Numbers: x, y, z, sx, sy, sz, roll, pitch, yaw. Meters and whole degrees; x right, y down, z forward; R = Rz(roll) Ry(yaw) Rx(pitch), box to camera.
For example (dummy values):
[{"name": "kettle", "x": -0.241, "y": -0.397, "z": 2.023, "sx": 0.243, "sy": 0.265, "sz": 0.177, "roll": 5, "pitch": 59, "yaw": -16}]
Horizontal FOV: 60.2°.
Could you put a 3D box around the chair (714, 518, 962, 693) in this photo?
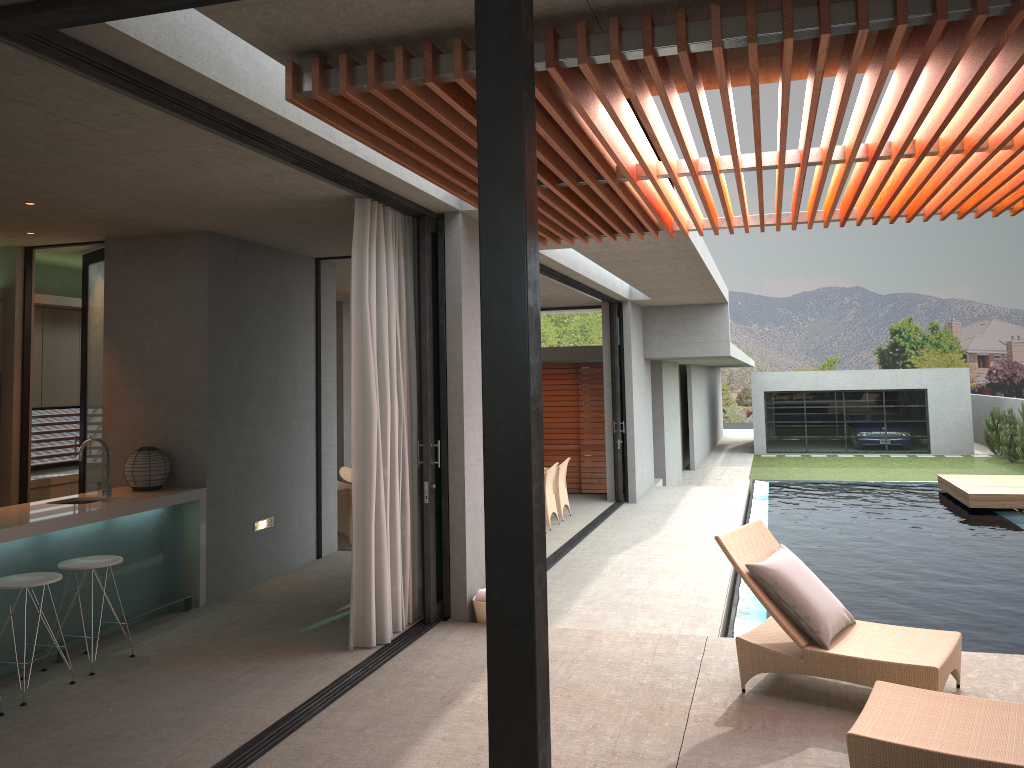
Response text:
[{"name": "chair", "x": 2.258, "y": 1.237, "z": 4.522, "sx": 2.289, "sy": 0.832, "sz": 0.699, "roll": -1, "pitch": -2, "yaw": 35}]

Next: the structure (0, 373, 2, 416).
[{"name": "structure", "x": -4.695, "y": 0.128, "z": 7.371, "sx": 0.459, "sy": 0.440, "sz": 0.594, "roll": -2, "pitch": -2, "yaw": 16}]

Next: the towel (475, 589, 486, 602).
[{"name": "towel", "x": -0.052, "y": 1.636, "z": 6.398, "sx": 0.368, "sy": 0.314, "sz": 0.308, "roll": -2, "pitch": -2, "yaw": 17}]

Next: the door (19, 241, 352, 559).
[{"name": "door", "x": -1.981, "y": 0.994, "z": 2.079, "sx": 5.773, "sy": 4.497, "sz": 15.266, "roll": -1, "pitch": 0, "yaw": -11}]

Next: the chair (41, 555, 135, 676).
[{"name": "chair", "x": -2.627, "y": 1.421, "z": 5.502, "sx": 0.381, "sy": 0.628, "sz": 0.380, "roll": -2, "pitch": -3, "yaw": 16}]

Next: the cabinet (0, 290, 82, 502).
[{"name": "cabinet", "x": -4.500, "y": 0.484, "z": 5.869, "sx": 1.963, "sy": 2.578, "sz": 7.451, "roll": -2, "pitch": 0, "yaw": 16}]

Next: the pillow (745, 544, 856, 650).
[{"name": "pillow", "x": 1.628, "y": 1.179, "z": 4.962, "sx": 0.426, "sy": 0.429, "sz": 0.607, "roll": -3, "pitch": -2, "yaw": 34}]

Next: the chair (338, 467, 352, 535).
[{"name": "chair", "x": -1.991, "y": 1.549, "z": 11.872, "sx": 0.629, "sy": 0.868, "sz": 0.615, "roll": -2, "pitch": -3, "yaw": 16}]

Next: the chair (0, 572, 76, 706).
[{"name": "chair", "x": -2.767, "y": 1.426, "z": 5.019, "sx": 0.381, "sy": 0.628, "sz": 0.380, "roll": -2, "pitch": -3, "yaw": 16}]

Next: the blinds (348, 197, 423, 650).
[{"name": "blinds", "x": -0.879, "y": 0.220, "z": 6.130, "sx": 0.229, "sy": 2.952, "sz": 0.880, "roll": -2, "pitch": -4, "yaw": 13}]

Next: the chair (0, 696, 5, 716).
[{"name": "chair", "x": -2.904, "y": 1.431, "z": 4.542, "sx": 0.381, "sy": 0.628, "sz": 0.380, "roll": -2, "pitch": -3, "yaw": 16}]

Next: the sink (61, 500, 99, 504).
[{"name": "sink", "x": -3.091, "y": 0.929, "z": 6.336, "sx": 0.374, "sy": 0.135, "sz": 0.373, "roll": -1, "pitch": 0, "yaw": 16}]

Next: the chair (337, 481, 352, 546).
[{"name": "chair", "x": -2.197, "y": 1.557, "z": 11.164, "sx": 0.629, "sy": 0.868, "sz": 0.615, "roll": -2, "pitch": -3, "yaw": 16}]

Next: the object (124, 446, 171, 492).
[{"name": "object", "x": -2.856, "y": 0.661, "z": 6.923, "sx": 0.340, "sy": 0.336, "sz": 0.339, "roll": -2, "pitch": -2, "yaw": 8}]

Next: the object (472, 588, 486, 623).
[{"name": "object", "x": -0.014, "y": 1.692, "z": 6.538, "sx": 0.445, "sy": 0.302, "sz": 0.678, "roll": -2, "pitch": -1, "yaw": 16}]

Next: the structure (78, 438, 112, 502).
[{"name": "structure", "x": -2.997, "y": 0.613, "z": 6.310, "sx": 0.258, "sy": 0.444, "sz": 0.096, "roll": -2, "pitch": -4, "yaw": 16}]

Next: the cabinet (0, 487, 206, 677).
[{"name": "cabinet", "x": -3.359, "y": 1.300, "z": 5.071, "sx": 0.799, "sy": 0.903, "sz": 4.110, "roll": -2, "pitch": 0, "yaw": 16}]

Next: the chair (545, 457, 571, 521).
[{"name": "chair", "x": 0.532, "y": 1.491, "z": 12.700, "sx": 0.629, "sy": 0.868, "sz": 0.615, "roll": -2, "pitch": -3, "yaw": 16}]

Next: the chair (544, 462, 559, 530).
[{"name": "chair", "x": 0.326, "y": 1.498, "z": 11.993, "sx": 0.629, "sy": 0.868, "sz": 0.615, "roll": -2, "pitch": -3, "yaw": 16}]

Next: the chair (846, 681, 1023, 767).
[{"name": "chair", "x": 2.477, "y": 1.238, "z": 3.214, "sx": 2.289, "sy": 0.832, "sz": 0.698, "roll": -1, "pitch": -2, "yaw": 31}]
